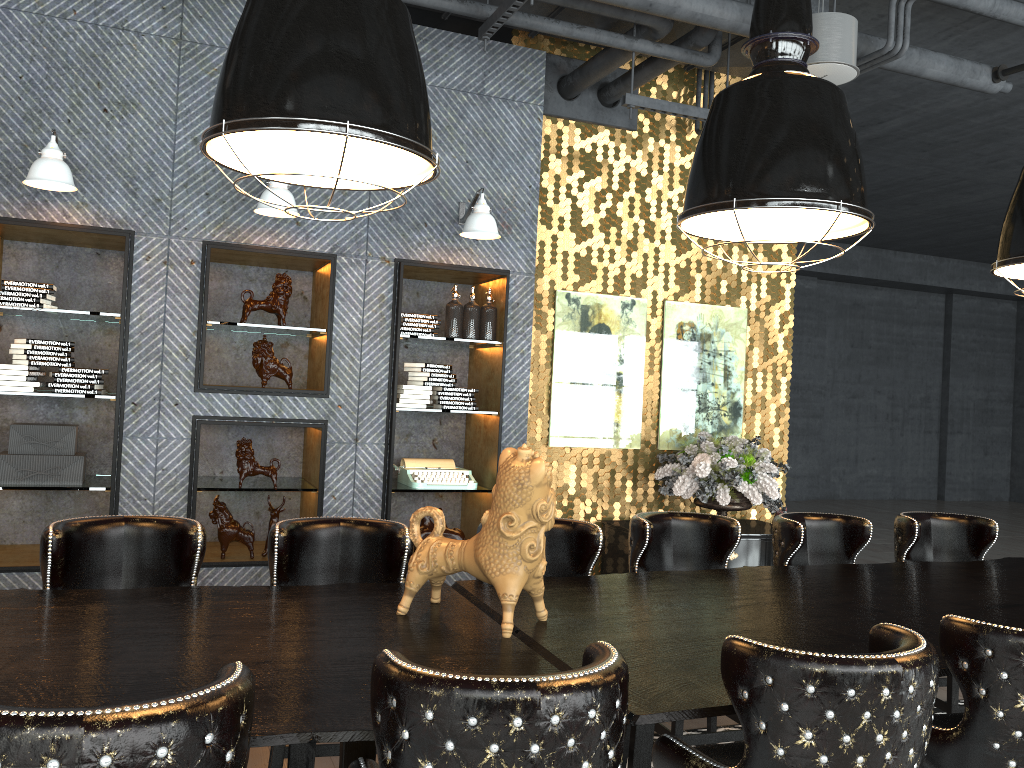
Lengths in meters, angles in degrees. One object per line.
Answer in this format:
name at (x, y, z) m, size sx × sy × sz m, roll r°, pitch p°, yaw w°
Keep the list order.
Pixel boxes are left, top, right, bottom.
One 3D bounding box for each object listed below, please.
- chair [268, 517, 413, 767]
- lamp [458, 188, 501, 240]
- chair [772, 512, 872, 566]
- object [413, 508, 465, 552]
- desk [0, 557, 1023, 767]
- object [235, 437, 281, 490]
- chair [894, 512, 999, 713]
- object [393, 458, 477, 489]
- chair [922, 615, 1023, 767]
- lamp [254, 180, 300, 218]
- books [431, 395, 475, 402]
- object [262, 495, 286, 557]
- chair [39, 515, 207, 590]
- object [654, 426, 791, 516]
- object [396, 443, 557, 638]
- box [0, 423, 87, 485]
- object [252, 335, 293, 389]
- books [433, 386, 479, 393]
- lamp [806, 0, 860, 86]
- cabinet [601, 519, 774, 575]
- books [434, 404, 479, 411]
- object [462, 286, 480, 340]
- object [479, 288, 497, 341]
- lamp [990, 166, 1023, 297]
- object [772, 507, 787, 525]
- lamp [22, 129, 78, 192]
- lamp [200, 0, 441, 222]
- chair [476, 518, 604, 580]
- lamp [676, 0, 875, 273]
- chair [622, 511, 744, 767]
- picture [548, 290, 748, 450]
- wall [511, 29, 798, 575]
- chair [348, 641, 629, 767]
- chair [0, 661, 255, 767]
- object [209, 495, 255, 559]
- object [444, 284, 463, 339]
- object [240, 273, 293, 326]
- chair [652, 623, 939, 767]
chair at (-0.603, 1.037, 3.029) m, size 0.504 × 1.092 × 0.568 m, roll 3°, pitch -1°, yaw -14°
lamp at (-0.192, -1.012, 5.327) m, size 0.243 × 0.287 × 0.489 m, roll 3°, pitch -1°, yaw -6°
chair at (1.420, 1.148, 3.908) m, size 0.504 × 1.092 × 0.568 m, roll 3°, pitch -1°, yaw -29°
object at (-0.455, 0.926, 5.551) m, size 0.341 × 0.304 × 0.164 m, roll 3°, pitch -1°, yaw -17°
desk at (-0.044, 1.154, 2.511) m, size 7.593 × 0.927 × 1.433 m, roll 3°, pitch -1°, yaw -22°
object at (-1.463, 0.456, 5.108) m, size 0.256 × 0.294 × 0.135 m, roll 3°, pitch -1°, yaw -14°
chair at (2.085, 1.184, 4.181) m, size 0.504 × 1.092 × 0.568 m, roll 3°, pitch -1°, yaw -13°
object at (-0.541, 0.573, 5.727) m, size 0.534 × 0.149 × 0.484 m, roll 3°, pitch -1°, yaw -23°
chair at (1.266, 1.125, 2.297) m, size 0.504 × 1.092 × 0.568 m, roll 3°, pitch -1°, yaw -18°
lamp at (-1.270, -1.061, 4.896) m, size 0.243 × 0.287 × 0.489 m, roll 3°, pitch -1°, yaw -6°
books at (-0.381, 0.091, 5.690) m, size 0.245 × 0.028 × 0.193 m, roll 3°, pitch -1°, yaw -20°
object at (-1.384, 0.833, 5.234) m, size 0.116 × 0.358 × 0.198 m, roll 3°, pitch -1°, yaw 8°
chair at (-1.258, 1.002, 2.837) m, size 0.504 × 1.092 × 0.568 m, roll 3°, pitch -1°, yaw -27°
object at (1.438, 0.657, 6.120) m, size 0.875 × 0.663 × 0.847 m, roll 3°, pitch -1°, yaw 9°
object at (-0.095, 0.434, 2.610) m, size 0.475 × 0.545 × 0.249 m, roll 2°, pitch -1°, yaw 31°
box at (-2.552, 0.381, 4.820) m, size 0.419 × 0.316 × 0.323 m, roll 3°, pitch -1°, yaw -22°
object at (-1.401, -0.116, 5.191) m, size 0.242 × 0.338 × 0.159 m, roll 3°, pitch -1°, yaw -17°
books at (-0.363, 0.036, 5.708) m, size 0.245 × 0.028 × 0.193 m, roll 3°, pitch -1°, yaw -23°
lamp at (1.612, -2.102, 4.575) m, size 0.380 × 1.046 × 0.381 m, roll 3°, pitch -1°, yaw -11°
cabinet at (1.329, 1.353, 6.096) m, size 1.385 × 0.738 × 0.710 m, roll 3°, pitch -1°, yaw -22°
books at (-0.362, 0.149, 5.687) m, size 0.245 × 0.028 × 0.193 m, roll 3°, pitch -1°, yaw -21°
object at (-0.258, -0.450, 5.637) m, size 0.109 × 0.349 × 0.109 m, roll 4°, pitch -1°, yaw -37°
object at (-0.150, -0.444, 5.679) m, size 0.109 × 0.349 × 0.109 m, roll 2°, pitch -1°, yaw 38°
lamp at (2.257, -1.451, 3.460) m, size 0.621 × 2.303 × 0.621 m, roll 2°, pitch -1°, yaw 23°
object at (1.858, 0.931, 6.189) m, size 0.082 × 0.165 × 0.173 m, roll 3°, pitch -1°, yaw 3°
lamp at (-2.279, -1.118, 4.492) m, size 0.243 × 0.287 × 0.489 m, roll 3°, pitch -1°, yaw -6°
lamp at (-0.450, -1.598, 2.377) m, size 0.621 × 2.303 × 0.621 m, roll 2°, pitch -1°, yaw 23°
chair at (0.110, 1.076, 3.292) m, size 0.504 × 1.092 × 0.568 m, roll 3°, pitch -1°, yaw -20°
lamp at (0.904, -1.525, 2.918) m, size 0.621 × 2.303 × 0.621 m, roll 2°, pitch -1°, yaw 23°
chair at (0.740, 1.111, 3.685) m, size 0.504 × 1.092 × 0.568 m, roll 3°, pitch -1°, yaw -20°
picture at (1.008, -0.069, 6.349) m, size 1.573 × 1.073 × 0.022 m, roll 3°, pitch -1°, yaw -22°
wall at (1.036, -0.458, 6.389) m, size 2.444 × 4.383 × 0.024 m, roll 3°, pitch -1°, yaw -22°
chair at (-0.063, 1.052, 1.764) m, size 0.504 × 1.092 × 0.568 m, roll 3°, pitch -1°, yaw -17°
chair at (-0.727, 1.016, 1.510) m, size 0.504 × 1.092 × 0.568 m, roll 3°, pitch -1°, yaw -19°
object at (-1.612, 0.823, 5.108) m, size 0.266 × 0.359 × 0.168 m, roll 3°, pitch -1°, yaw -29°
object at (-0.365, -0.455, 5.595) m, size 0.109 × 0.349 × 0.109 m, roll 2°, pitch -1°, yaw 23°
object at (-1.435, -0.503, 5.182) m, size 0.292 × 0.325 × 0.152 m, roll 3°, pitch -1°, yaw -24°
chair at (0.638, 1.090, 2.018) m, size 0.504 × 1.092 × 0.568 m, roll 3°, pitch -1°, yaw -24°
